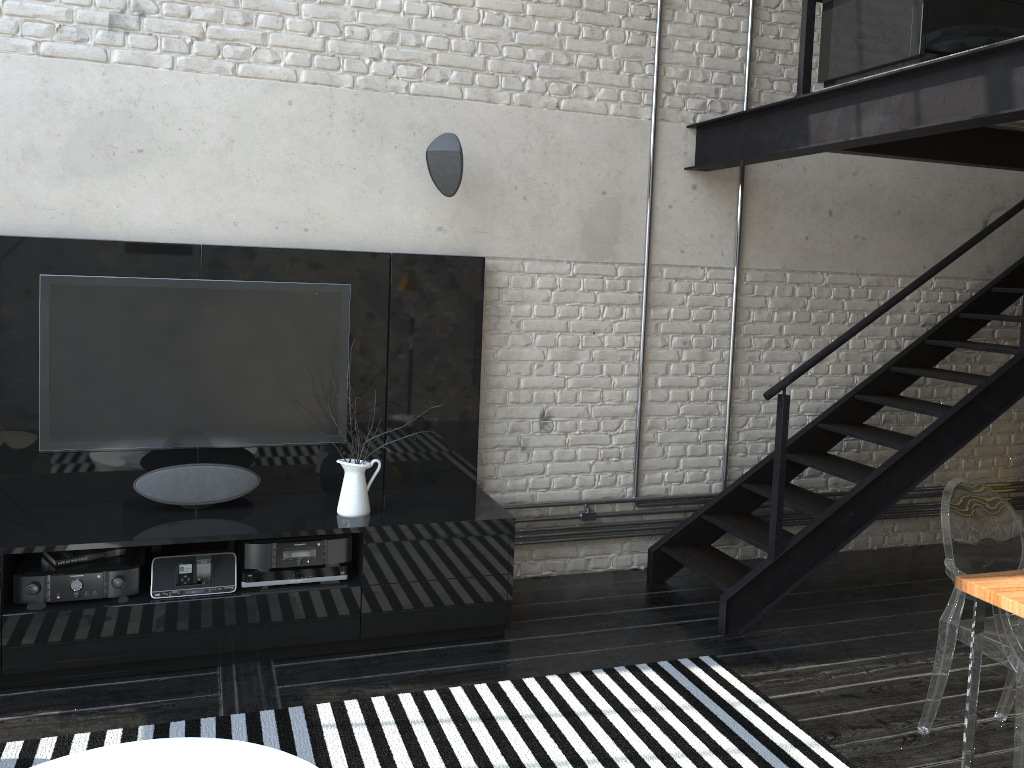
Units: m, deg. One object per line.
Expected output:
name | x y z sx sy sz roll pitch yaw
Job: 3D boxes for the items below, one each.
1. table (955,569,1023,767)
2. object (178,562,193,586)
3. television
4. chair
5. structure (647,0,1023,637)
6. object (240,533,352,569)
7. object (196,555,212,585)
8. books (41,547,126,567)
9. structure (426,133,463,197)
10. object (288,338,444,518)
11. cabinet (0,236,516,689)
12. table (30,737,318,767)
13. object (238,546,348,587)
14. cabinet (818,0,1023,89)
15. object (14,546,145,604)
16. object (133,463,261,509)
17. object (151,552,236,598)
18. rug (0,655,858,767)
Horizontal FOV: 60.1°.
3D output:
table | 2.844 1.046 2.918 2.672 0.729 0.933 0 7 -19
object | -1.330 0.775 3.604 0.057 0.096 0.011 1 4 -19
television | -1.414 -0.091 4.040 1.318 0.768 0.072 0 4 -19
chair | 1.801 0.866 3.164 0.540 0.935 0.593 1 5 -19
structure | 3.377 -0.266 3.108 3.786 3.323 4.814 0 7 -19
object | -0.959 0.695 3.912 0.446 0.130 0.410 0 8 -19
object | -1.262 0.761 3.624 0.059 0.123 0.008 1 4 -19
books | -1.764 0.688 3.646 0.268 0.024 0.199 -5 10 -42
structure | -0.321 -1.065 4.311 0.178 0.304 0.360 2 6 -1
object | -0.626 0.203 3.866 0.698 0.777 0.354 0 5 -22
cabinet | -1.553 0.254 3.795 3.105 1.715 0.737 0 5 -19
table | -0.880 1.228 1.989 1.088 0.298 1.095 3 7 3
object | -0.974 0.789 3.917 0.441 0.058 0.373 0 8 -19
cabinet | 2.985 -1.561 4.219 3.179 0.549 0.610 0 6 -19
object | -1.760 0.772 3.630 0.446 0.130 0.422 0 8 -19
object | -1.405 0.443 3.965 0.528 0.217 0.205 0 6 -19
object | -1.308 0.779 3.645 0.328 0.140 0.130 0 6 -19
rug | -0.195 1.443 1.721 3.493 0.004 3.424 0 8 -19
